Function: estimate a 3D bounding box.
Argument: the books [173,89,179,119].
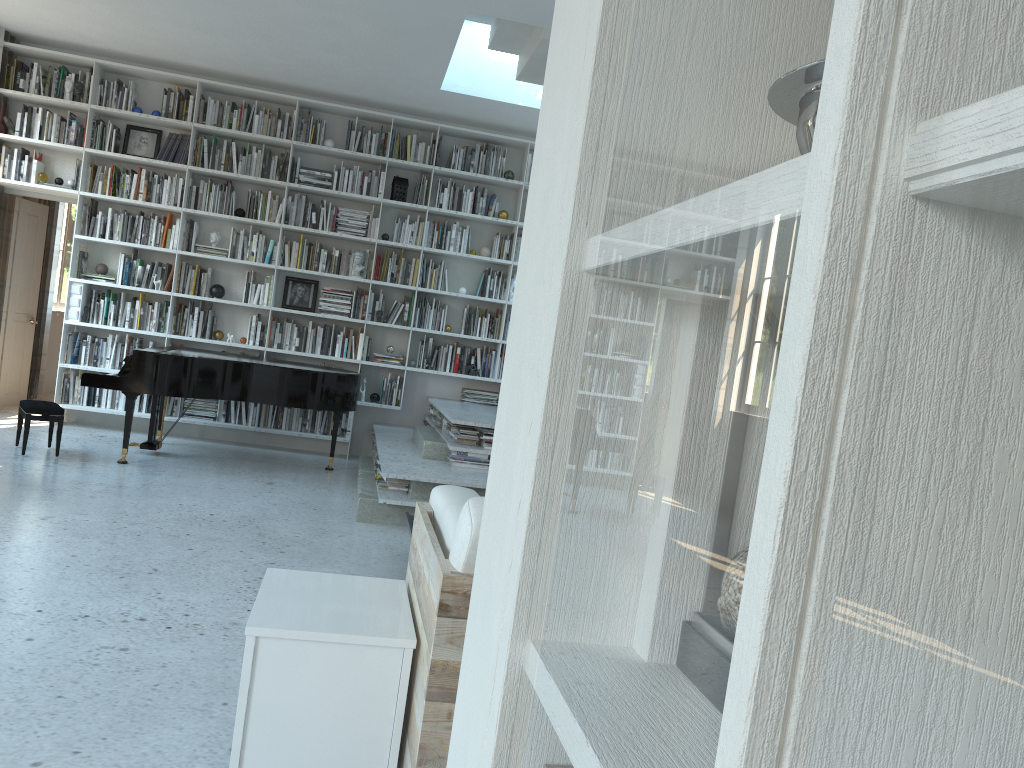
[{"bbox_3d":[-2.947,-2.428,7.805,0.013,0.283,0.166,8,3,-10],"label":"books"}]

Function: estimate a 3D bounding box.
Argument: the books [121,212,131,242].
[{"bbox_3d":[-3.396,-1.371,7.802,0.011,0.271,0.157,8,3,-10],"label":"books"}]

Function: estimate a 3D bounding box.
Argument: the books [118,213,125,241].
[{"bbox_3d":[-3.411,-1.361,7.783,0.021,0.247,0.188,8,2,-10],"label":"books"}]

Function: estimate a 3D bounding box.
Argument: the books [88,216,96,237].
[{"bbox_3d":[-3.645,-1.360,7.742,0.037,0.182,0.189,8,2,-10],"label":"books"}]

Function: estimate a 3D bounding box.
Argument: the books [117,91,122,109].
[{"bbox_3d":[-3.402,-2.439,7.718,0.026,0.182,0.161,8,2,-10],"label":"books"}]

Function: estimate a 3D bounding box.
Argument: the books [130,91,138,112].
[{"bbox_3d":[-3.304,-2.440,7.749,0.013,0.210,0.136,8,3,-10],"label":"books"}]

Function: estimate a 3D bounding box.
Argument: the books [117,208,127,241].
[{"bbox_3d":[-3.424,-1.386,7.787,0.011,0.293,0.183,8,3,-10],"label":"books"}]

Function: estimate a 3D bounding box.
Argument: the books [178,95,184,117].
[{"bbox_3d":[-2.920,-2.411,7.829,0.013,0.254,0.129,8,3,-10],"label":"books"}]

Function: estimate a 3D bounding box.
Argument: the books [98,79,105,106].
[{"bbox_3d":[-3.553,-2.498,7.695,0.007,0.259,0.156,8,3,-10],"label":"books"}]

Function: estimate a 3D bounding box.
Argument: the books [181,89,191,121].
[{"bbox_3d":[-2.866,-2.424,7.802,0.025,0.297,0.163,8,3,-10],"label":"books"}]

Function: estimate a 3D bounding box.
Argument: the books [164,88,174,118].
[{"bbox_3d":[-3.005,-2.434,7.784,0.024,0.280,0.187,8,3,-10],"label":"books"}]

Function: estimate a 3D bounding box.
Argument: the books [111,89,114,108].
[{"bbox_3d":[-3.459,-2.452,7.718,0.014,0.192,0.146,8,2,-10],"label":"books"}]

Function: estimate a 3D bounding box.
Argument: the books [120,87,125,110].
[{"bbox_3d":[-3.368,-2.453,7.719,0.013,0.220,0.181,8,2,-10],"label":"books"}]

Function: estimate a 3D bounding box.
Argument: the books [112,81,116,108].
[{"bbox_3d":[-3.438,-2.484,7.706,0.016,0.261,0.154,8,3,-10],"label":"books"}]

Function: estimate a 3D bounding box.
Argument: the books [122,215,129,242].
[{"bbox_3d":[-3.379,-1.351,7.790,0.024,0.237,0.166,8,3,-10],"label":"books"}]

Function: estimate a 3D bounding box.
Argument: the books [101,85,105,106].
[{"bbox_3d":[-3.537,-2.472,7.699,0.032,0.210,0.158,8,2,-10],"label":"books"}]

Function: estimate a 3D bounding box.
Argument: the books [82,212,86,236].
[{"bbox_3d":[-3.710,-1.383,7.742,0.026,0.209,0.155,8,2,-10],"label":"books"}]

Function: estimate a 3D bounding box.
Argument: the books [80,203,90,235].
[{"bbox_3d":[-3.725,-1.423,7.745,0.012,0.285,0.159,8,3,-10],"label":"books"}]

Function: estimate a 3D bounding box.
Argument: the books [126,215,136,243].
[{"bbox_3d":[-3.347,-1.350,7.804,0.023,0.242,0.184,8,2,-10],"label":"books"}]

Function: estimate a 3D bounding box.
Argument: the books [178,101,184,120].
[{"bbox_3d":[-2.901,-2.375,7.810,0.027,0.190,0.177,8,2,-10],"label":"books"}]

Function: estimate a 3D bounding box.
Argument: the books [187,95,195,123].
[{"bbox_3d":[-2.822,-2.396,7.823,0.031,0.254,0.178,8,3,-10],"label":"books"}]

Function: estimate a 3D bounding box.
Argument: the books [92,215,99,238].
[{"bbox_3d":[-3.623,-1.371,7.763,0.042,0.209,0.143,8,3,-10],"label":"books"}]

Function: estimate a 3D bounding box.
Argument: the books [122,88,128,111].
[{"bbox_3d":[-3.350,-2.448,7.715,0.021,0.214,0.173,8,2,-10],"label":"books"}]

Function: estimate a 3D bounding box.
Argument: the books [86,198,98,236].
[{"bbox_3d":[-3.657,-1.438,7.727,0.012,0.334,0.184,8,3,-10],"label":"books"}]

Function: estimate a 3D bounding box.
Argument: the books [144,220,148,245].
[{"bbox_3d":[-3.220,-1.325,7.837,0.013,0.228,0.151,8,3,-10],"label":"books"}]

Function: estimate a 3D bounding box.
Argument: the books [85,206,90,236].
[{"bbox_3d":[-3.681,-1.407,7.728,0.027,0.266,0.176,8,3,-10],"label":"books"}]

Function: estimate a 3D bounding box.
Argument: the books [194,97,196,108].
[{"bbox_3d":[-2.790,-2.391,7.844,0.039,0.252,0.146,8,3,-10],"label":"books"}]

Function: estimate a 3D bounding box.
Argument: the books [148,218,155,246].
[{"bbox_3d":[-3.186,-1.333,7.848,0.011,0.252,0.139,8,3,-10],"label":"books"}]

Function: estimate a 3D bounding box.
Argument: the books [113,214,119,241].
[{"bbox_3d":[-3.475,-1.368,7.801,0.049,0.243,0.139,8,3,-10],"label":"books"}]

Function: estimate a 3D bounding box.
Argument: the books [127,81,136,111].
[{"bbox_3d":[-3.326,-2.485,7.750,0.015,0.293,0.130,8,3,-10],"label":"books"}]

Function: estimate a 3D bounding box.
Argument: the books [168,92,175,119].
[{"bbox_3d":[-2.981,-2.415,7.788,0.028,0.249,0.155,8,3,-10],"label":"books"}]

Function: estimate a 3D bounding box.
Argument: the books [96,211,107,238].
[{"bbox_3d":[-3.587,-1.379,7.752,0.022,0.236,0.177,8,2,-10],"label":"books"}]

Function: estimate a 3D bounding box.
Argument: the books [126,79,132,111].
[{"bbox_3d":[-3.334,-2.490,7.736,0.007,0.301,0.145,8,3,-10],"label":"books"}]

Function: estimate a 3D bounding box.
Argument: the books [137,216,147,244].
[{"bbox_3d":[-3.268,-1.347,7.829,0.021,0.257,0.155,8,3,-10],"label":"books"}]

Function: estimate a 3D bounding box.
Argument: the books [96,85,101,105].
[{"bbox_3d":[-3.567,-2.473,7.688,0.017,0.204,0.142,8,3,-10],"label":"books"}]

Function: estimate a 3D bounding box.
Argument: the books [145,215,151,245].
[{"bbox_3d":[-3.204,-1.346,7.833,0.012,0.272,0.145,8,3,-10],"label":"books"}]

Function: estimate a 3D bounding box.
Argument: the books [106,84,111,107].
[{"bbox_3d":[-3.483,-2.472,7.698,0.013,0.225,0.176,8,2,-10],"label":"books"}]

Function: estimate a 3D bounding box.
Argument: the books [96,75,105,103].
[{"bbox_3d":[-3.574,-2.515,7.692,0.007,0.285,0.159,8,3,-10],"label":"books"}]

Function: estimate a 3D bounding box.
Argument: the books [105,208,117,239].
[{"bbox_3d":[-3.515,-1.393,7.776,0.023,0.281,0.174,8,3,-10],"label":"books"}]

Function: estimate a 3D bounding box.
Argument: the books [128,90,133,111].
[{"bbox_3d":[-3.316,-2.437,7.737,0.014,0.202,0.170,8,2,-10],"label":"books"}]

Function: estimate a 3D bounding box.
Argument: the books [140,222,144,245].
[{"bbox_3d":[-3.251,-1.318,7.834,0.021,0.205,0.129,8,3,-10],"label":"books"}]

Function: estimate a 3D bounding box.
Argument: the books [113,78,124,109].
[{"bbox_3d":[-3.412,-2.489,7.694,0.015,0.280,0.190,8,3,-10],"label":"books"}]

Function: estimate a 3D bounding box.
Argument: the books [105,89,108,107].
[{"bbox_3d":[-3.503,-2.459,7.712,0.017,0.194,0.129,8,3,-10],"label":"books"}]

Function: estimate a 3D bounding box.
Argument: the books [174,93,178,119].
[{"bbox_3d":[-2.935,-2.416,7.796,0.010,0.263,0.156,8,3,-10],"label":"books"}]

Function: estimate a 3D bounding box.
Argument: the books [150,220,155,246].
[{"bbox_3d":[-3.169,-1.326,7.861,0.028,0.242,0.131,8,3,-10],"label":"books"}]

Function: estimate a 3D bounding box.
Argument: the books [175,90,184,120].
[{"bbox_3d":[-2.924,-2.420,7.798,0.011,0.274,0.183,8,3,-10],"label":"books"}]

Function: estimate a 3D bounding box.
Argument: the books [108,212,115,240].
[{"bbox_3d":[-3.500,-1.372,7.772,0.011,0.246,0.176,8,3,-10],"label":"books"}]

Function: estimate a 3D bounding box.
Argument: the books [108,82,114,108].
[{"bbox_3d":[-3.468,-2.479,7.705,0.016,0.243,0.156,8,3,-10],"label":"books"}]

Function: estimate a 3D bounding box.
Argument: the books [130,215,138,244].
[{"bbox_3d":[-3.315,-1.353,7.828,0.048,0.256,0.141,8,3,-10],"label":"books"}]

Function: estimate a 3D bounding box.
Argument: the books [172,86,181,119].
[{"bbox_3d":[-2.960,-2.449,7.816,0.014,0.321,0.136,8,3,-10],"label":"books"}]

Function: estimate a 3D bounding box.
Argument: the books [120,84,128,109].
[{"bbox_3d":[-3.379,-2.472,7.725,0.013,0.253,0.129,8,3,-10],"label":"books"}]

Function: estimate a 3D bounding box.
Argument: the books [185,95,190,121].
[{"bbox_3d":[-2.850,-2.404,7.830,0.022,0.260,0.152,8,3,-10],"label":"books"}]

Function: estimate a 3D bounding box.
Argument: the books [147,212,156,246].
[{"bbox_3d":[-3.193,-1.361,7.850,0.011,0.304,0.129,8,3,-10],"label":"books"}]

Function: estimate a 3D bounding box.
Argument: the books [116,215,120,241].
[{"bbox_3d":[-3.441,-1.356,7.788,0.014,0.230,0.148,8,3,-10],"label":"books"}]

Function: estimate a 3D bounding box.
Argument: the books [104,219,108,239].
[{"bbox_3d":[-3.548,-1.351,7.796,0.021,0.188,0.129,8,3,-10],"label":"books"}]

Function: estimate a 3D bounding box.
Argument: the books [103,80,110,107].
[{"bbox_3d":[-3.511,-2.488,7.695,0.012,0.249,0.179,8,3,-10],"label":"books"}]

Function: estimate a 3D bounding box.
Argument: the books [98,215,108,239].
[{"bbox_3d":[-3.563,-1.359,7.748,0.028,0.204,0.188,8,2,-10],"label":"books"}]

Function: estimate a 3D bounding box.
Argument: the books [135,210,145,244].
[{"bbox_3d":[-3.280,-1.370,7.815,0.013,0.300,0.151,8,3,-10],"label":"books"}]

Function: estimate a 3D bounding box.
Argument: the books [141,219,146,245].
[{"bbox_3d":[-3.231,-1.327,7.823,0.013,0.229,0.176,8,2,-10],"label":"books"}]
